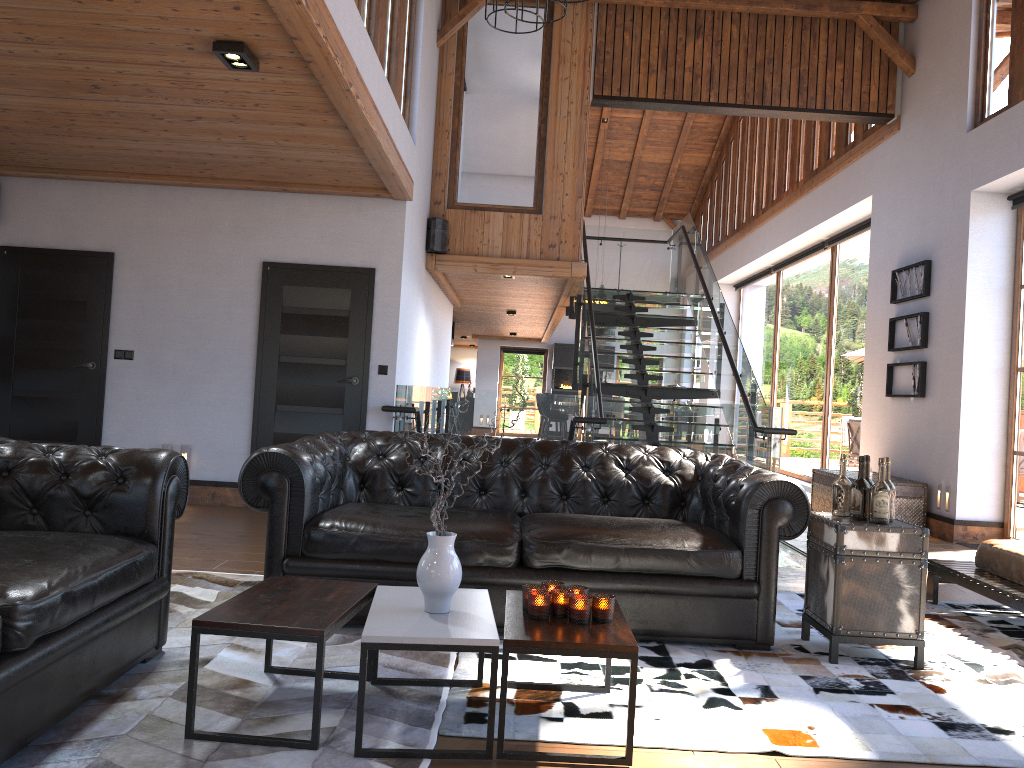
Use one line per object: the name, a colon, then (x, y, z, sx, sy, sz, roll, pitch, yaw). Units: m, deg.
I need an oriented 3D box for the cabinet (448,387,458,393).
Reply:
cabinet: (-1.599, 0.578, 16.181, 0.889, 1.104, 4.799, 3, -1, 0)

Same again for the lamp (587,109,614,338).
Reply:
lamp: (1.731, -3.052, 16.304, 0.614, 4.686, 0.628, 2, -2, 45)

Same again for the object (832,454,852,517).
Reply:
object: (1.514, 0.462, 4.059, 0.088, 0.286, 0.086, 4, -1, -23)

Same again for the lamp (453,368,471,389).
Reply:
lamp: (-0.973, 0.423, 26.331, 1.642, 1.699, 0.519, 4, -1, -22)

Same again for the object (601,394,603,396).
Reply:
object: (1.708, 0.277, 16.721, 0.223, 0.253, 0.114, 4, -1, -38)

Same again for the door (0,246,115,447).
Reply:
door: (-3.853, -0.100, 7.388, 0.941, 2.056, 0.143, 3, -1, -1)

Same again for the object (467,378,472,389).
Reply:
object: (-1.034, 0.087, 21.786, 0.152, 0.505, 0.324, 3, -1, 0)

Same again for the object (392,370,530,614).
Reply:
object: (-0.197, 0.338, 2.937, 0.404, 0.808, 0.622, 3, -1, 11)

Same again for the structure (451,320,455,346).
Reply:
structure: (-1.516, -1.026, 16.033, 0.711, 0.476, 3.249, 3, -1, 0)

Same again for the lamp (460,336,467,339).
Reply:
lamp: (-1.195, -1.158, 22.004, 0.155, 0.068, 0.261, 3, -1, 0)

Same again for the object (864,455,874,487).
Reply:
object: (1.617, 0.468, 4.056, 0.086, 0.286, 0.088, 2, -2, 40)

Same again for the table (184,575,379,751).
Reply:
table: (-0.726, 0.887, 2.925, 0.399, 0.350, 0.651, 3, -1, 5)

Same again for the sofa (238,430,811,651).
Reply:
sofa: (0.052, 0.709, 4.463, 2.567, 0.838, 1.238, 3, -1, -1)

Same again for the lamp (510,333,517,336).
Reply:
lamp: (0.026, -1.107, 19.692, 0.155, 0.068, 0.261, 3, -1, 0)

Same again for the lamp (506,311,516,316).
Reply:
lamp: (-0.010, -1.155, 14.405, 0.155, 0.068, 0.261, 3, -1, 0)

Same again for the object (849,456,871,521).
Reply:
object: (1.563, 0.464, 3.974, 0.088, 0.286, 0.087, 4, -1, -22)

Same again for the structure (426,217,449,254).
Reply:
structure: (-0.773, -1.526, 9.147, 0.213, 0.349, 0.213, 3, -1, 0)

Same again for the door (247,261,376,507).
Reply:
door: (-1.675, 0.028, 7.423, 0.941, 2.056, 0.143, 3, -1, -1)

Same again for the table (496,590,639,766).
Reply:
table: (0.166, 0.939, 2.929, 0.400, 0.350, 0.650, 3, -1, 0)

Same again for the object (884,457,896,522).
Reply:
object: (1.682, 0.471, 3.991, 0.087, 0.286, 0.088, 3, -1, 12)

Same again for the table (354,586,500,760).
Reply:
table: (-0.271, 0.913, 2.897, 0.401, 0.350, 0.648, 3, -1, -5)

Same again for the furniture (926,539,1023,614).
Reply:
furniture: (2.994, 1.076, 3.806, 1.176, 0.437, 2.758, 3, -1, 0)

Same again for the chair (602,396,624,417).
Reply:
chair: (1.583, 0.754, 14.666, 0.504, 1.092, 0.568, 3, -1, -1)

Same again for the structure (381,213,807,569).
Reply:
structure: (3.382, 0.995, 11.352, 9.213, 6.400, 11.021, 3, -1, 0)

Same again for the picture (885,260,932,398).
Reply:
picture: (3.937, -0.524, 8.819, 0.059, 1.312, 0.774, 3, -1, 0)

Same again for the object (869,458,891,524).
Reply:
object: (1.617, 0.467, 3.893, 0.087, 0.286, 0.087, 3, -1, 10)

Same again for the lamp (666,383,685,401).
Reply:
lamp: (3.768, 0.261, 20.487, 0.468, 0.726, 0.471, 3, -1, 9)

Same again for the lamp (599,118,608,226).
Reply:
lamp: (1.742, -3.038, 17.896, 0.614, 4.686, 0.628, 2, -2, 45)

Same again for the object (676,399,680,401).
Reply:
object: (3.741, 0.473, 19.959, 0.150, 0.288, 0.500, 3, -1, 0)

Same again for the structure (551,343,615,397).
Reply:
structure: (1.671, -0.100, 21.106, 1.445, 1.650, 0.433, 3, -1, -1)

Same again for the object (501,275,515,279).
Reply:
object: (-0.043, -1.198, 9.664, 0.155, 0.068, 0.261, 3, -1, 0)

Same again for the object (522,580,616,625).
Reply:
object: (0.178, 0.724, 2.916, 0.299, 0.081, 0.249, 3, -1, 38)

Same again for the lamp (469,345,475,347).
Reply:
lamp: (-1.168, -1.122, 25.987, 0.155, 0.068, 0.261, 3, -1, 0)

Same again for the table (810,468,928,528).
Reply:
table: (3.484, 1.133, 8.748, 0.684, 0.470, 1.254, 3, -1, 0)

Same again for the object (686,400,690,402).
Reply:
object: (3.774, 0.485, 19.403, 0.182, 0.262, 0.495, 4, -1, -32)

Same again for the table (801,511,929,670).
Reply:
table: (1.570, 0.909, 3.969, 0.405, 0.609, 0.417, 3, -1, 0)

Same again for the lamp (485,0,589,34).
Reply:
lamp: (0.155, -2.112, 2.386, 0.262, 2.202, 0.799, 4, -1, -9)

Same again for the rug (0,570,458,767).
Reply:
rug: (-1.441, 1.001, 2.829, 2.431, 0.053, 4.043, 3, 0, 1)

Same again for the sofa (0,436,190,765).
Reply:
sofa: (-1.888, 0.577, 2.298, 1.240, 0.838, 2.564, 3, -1, 0)

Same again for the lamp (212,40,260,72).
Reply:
lamp: (-1.360, -1.625, 4.380, 0.155, 0.068, 0.261, 3, -1, 0)

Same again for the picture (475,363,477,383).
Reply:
picture: (-0.861, -0.417, 21.935, 0.020, 0.782, 0.562, 3, -1, 0)

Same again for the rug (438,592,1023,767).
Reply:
rug: (1.691, 1.193, 3.981, 3.808, 0.053, 2.431, 3, 0, 0)
